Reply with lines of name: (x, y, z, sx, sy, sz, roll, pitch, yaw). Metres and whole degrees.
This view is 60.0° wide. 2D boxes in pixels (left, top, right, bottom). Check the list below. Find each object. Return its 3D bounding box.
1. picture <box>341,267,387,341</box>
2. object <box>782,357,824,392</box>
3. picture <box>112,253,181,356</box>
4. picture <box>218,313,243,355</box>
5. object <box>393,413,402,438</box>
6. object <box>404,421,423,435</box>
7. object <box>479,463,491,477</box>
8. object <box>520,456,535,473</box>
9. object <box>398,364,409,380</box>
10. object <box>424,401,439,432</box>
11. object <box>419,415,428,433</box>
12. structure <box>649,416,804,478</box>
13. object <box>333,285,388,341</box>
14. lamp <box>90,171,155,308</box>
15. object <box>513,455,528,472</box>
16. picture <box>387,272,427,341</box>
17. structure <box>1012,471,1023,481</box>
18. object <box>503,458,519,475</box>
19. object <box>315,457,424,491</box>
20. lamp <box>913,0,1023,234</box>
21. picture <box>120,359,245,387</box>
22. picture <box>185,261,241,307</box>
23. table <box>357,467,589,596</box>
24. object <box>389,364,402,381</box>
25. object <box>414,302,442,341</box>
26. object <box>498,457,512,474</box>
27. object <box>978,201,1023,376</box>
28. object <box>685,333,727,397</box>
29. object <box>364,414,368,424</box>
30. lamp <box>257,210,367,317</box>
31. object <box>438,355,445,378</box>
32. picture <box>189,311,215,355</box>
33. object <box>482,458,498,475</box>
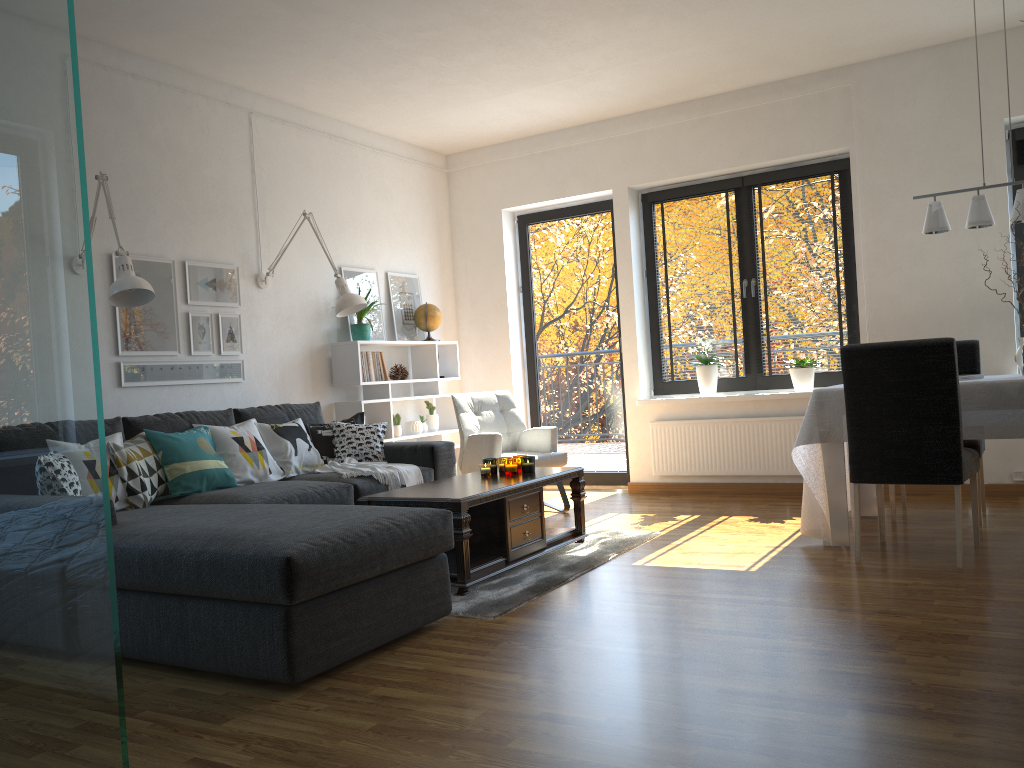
picture: (-1.052, -0.555, 6.299, 0.059, 0.532, 0.389, -3, 1, 31)
object: (1.977, -0.066, 6.009, 0.267, 0.237, 0.283, -4, 1, 12)
picture: (-1.965, -0.421, 4.780, 0.013, 0.534, 0.389, -3, 1, 31)
picture: (-1.674, -0.296, 5.269, 0.021, 0.248, 0.166, -3, 1, 31)
object: (-0.824, 0.290, 6.241, 0.088, 0.173, 0.087, -4, 1, -44)
object: (-0.723, 0.320, 6.499, 0.134, 0.097, 0.132, -4, 0, 1)
object: (-0.134, 0.438, 4.514, 0.060, 0.061, 0.060, -3, 1, 36)
object: (0.083, 0.414, 4.565, 0.079, 0.081, 0.079, -3, 1, 26)
object: (-0.801, -0.086, 6.468, 0.101, 0.125, 0.096, -4, 1, -44)
object: (-0.605, 0.244, 6.720, 0.098, 0.236, 0.097, -3, 1, 18)
object: (-0.668, 0.297, 6.625, 0.072, 0.137, 0.072, -4, 1, 11)
structure: (1.651, 0.463, 6.124, 1.457, 0.460, 0.078, -4, 1, 29)
object: (-1.043, -0.473, 6.100, 0.387, 0.372, 0.424, -4, 1, 17)
lamp: (-1.949, -0.679, 4.205, 0.698, 0.670, 0.200, -3, 1, 40)
object: (0.045, 0.416, 4.663, 0.079, 0.081, 0.079, -3, 1, 26)
picture: (-0.794, -0.573, 6.737, 0.059, 0.532, 0.389, -3, 1, 31)
structure: (3.623, 0.340, 4.956, 1.457, 0.460, 0.078, -4, 1, 32)
object: (-0.004, 0.420, 4.522, 0.079, 0.081, 0.079, -3, 1, 26)
object: (-0.848, 0.522, 4.854, 0.606, 0.212, 0.488, -4, 0, 27)
lamp: (2.304, -1.406, 4.235, 0.760, 1.285, 0.131, -3, 1, 31)
picture: (-1.830, -0.067, 4.984, 0.021, 0.136, 0.836, -3, 0, 31)
picture: (-1.744, -0.579, 5.177, 0.021, 0.248, 0.390, -3, 1, 31)
table: (-0.143, 0.675, 4.321, 0.570, 0.409, 1.179, -3, 0, 31)
object: (-0.844, -0.084, 6.400, 0.102, 0.127, 0.094, -4, 1, -14)
object: (-0.640, -0.468, 6.771, 0.217, 0.305, 0.216, -4, 1, -42)
object: (-0.036, 0.421, 4.605, 0.079, 0.081, 0.079, -3, 1, 26)
object: (2.430, -0.429, 4.188, 0.403, 0.785, 0.615, -4, 1, 5)
object: (1.383, -0.132, 6.293, 0.286, 0.444, 0.340, -3, 1, 19)
object: (-1.039, 0.292, 6.056, 0.108, 0.197, 0.108, -3, 1, 42)
lamp: (-1.222, -0.730, 5.438, 0.698, 0.670, 0.200, -3, 1, 21)
object: (-0.573, -0.157, 6.894, 0.066, 0.230, 0.075, -4, 1, 11)
picture: (-1.782, -0.288, 5.086, 0.021, 0.248, 0.166, -3, 1, 31)
object: (-0.112, 0.426, 4.587, 0.079, 0.081, 0.079, -3, 1, 26)
